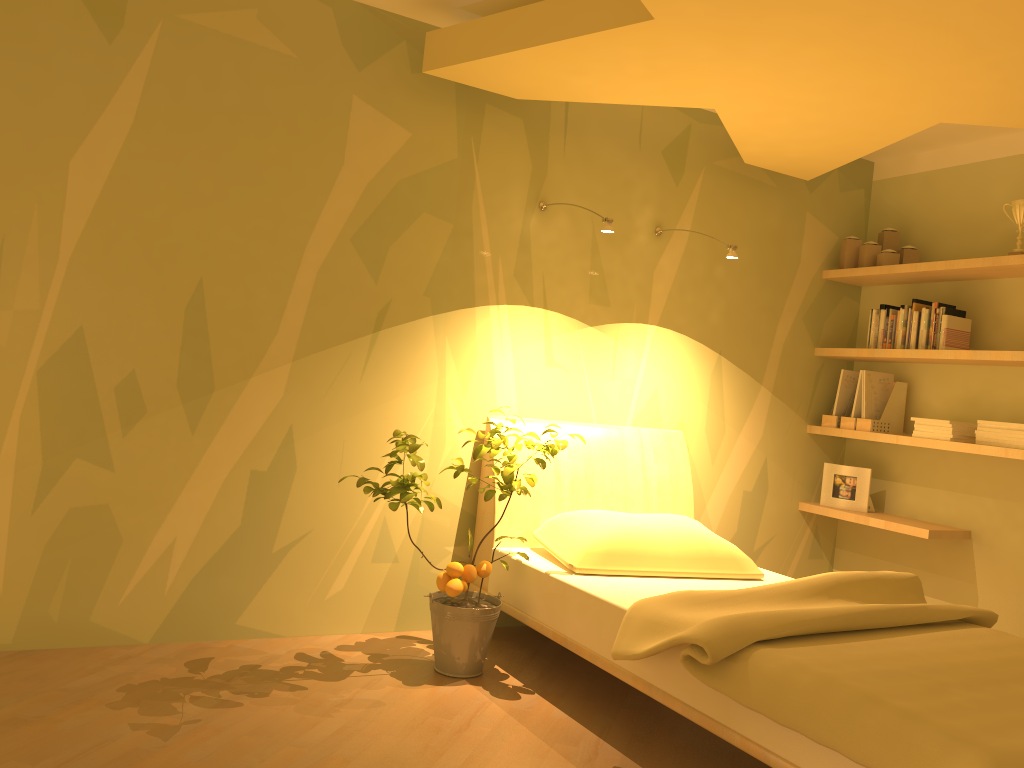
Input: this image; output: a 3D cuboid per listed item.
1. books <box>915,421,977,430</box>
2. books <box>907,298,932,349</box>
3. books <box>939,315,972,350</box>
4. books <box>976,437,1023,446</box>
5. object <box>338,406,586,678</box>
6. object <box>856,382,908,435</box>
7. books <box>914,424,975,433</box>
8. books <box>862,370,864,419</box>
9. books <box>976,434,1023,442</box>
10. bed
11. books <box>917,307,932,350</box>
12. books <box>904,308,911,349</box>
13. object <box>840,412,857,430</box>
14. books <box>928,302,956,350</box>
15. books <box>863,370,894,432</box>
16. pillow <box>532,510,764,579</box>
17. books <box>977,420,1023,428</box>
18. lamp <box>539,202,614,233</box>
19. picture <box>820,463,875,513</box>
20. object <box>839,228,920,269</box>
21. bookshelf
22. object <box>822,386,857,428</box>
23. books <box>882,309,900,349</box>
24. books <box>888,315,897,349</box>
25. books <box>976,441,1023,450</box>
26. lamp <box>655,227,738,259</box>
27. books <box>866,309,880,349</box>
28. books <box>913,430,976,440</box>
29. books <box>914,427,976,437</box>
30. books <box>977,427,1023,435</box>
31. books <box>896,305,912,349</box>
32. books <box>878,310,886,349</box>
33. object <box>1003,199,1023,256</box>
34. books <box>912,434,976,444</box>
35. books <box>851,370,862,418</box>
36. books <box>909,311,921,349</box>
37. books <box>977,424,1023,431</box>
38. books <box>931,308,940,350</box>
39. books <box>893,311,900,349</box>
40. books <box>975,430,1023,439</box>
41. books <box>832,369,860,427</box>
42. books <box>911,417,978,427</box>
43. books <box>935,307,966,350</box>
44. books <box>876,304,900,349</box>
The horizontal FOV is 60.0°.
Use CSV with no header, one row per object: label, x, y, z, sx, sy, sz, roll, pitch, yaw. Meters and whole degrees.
books,2.004,0.192,4.033,0.270,0.015,0.190,6,0,-27
books,1.943,-0.273,4.208,0.157,0.247,0.021,6,0,-29
books,2.017,-0.223,4.042,0.178,0.163,0.032,6,0,-29
books,2.145,0.251,3.750,0.190,0.015,0.270,6,0,-21
object,-0.199,0.539,3.086,0.828,0.944,0.372,6,0,-36
object,1.818,0.111,4.359,0.236,0.259,0.087,6,0,-29
books,1.997,0.206,4.028,0.270,0.015,0.190,6,0,-29
books,1.803,0.090,4.382,0.210,0.296,0.036,6,0,-29
books,2.139,0.236,3.745,0.190,0.015,0.270,6,0,-17
bed,0.846,0.672,2.838,1.286,0.894,2.378,6,0,-29
books,1.970,-0.247,4.153,0.157,0.203,0.040,6,0,-29
books,1.932,-0.251,4.225,0.155,0.203,0.017,6,0,-29
object,1.772,0.106,4.443,0.236,0.259,0.087,6,0,-29
books,1.997,-0.258,4.126,0.138,0.229,0.032,6,0,-29
books,1.811,0.090,4.377,0.210,0.296,0.043,6,0,-29
pillow,0.522,0.624,3.453,0.801,0.213,0.482,6,0,-19
books,2.152,0.177,3.750,0.190,0.015,0.270,6,0,-23
lamp,0.251,-0.669,3.526,0.050,0.178,0.533,6,0,-29
picture,1.698,0.521,4.480,0.247,0.219,0.131,6,0,39
object,1.843,-0.676,4.450,0.234,0.229,0.349,6,0,-28
bookshelf,2.296,0.108,3.505,0.300,1.240,2.605,6,0,-29
object,1.711,0.100,4.554,0.236,0.259,0.087,6,0,-34
books,1.876,-0.257,4.326,0.157,0.203,0.032,6,0,-29
books,1.887,-0.240,4.303,0.157,0.172,0.021,6,0,-29
books,2.143,0.266,3.750,0.190,0.015,0.270,6,0,-18
lamp,0.790,-0.614,3.823,0.050,0.178,0.533,6,0,-29
books,1.833,-0.261,4.405,0.157,0.203,0.040,6,0,-29
books,1.992,0.236,4.036,0.270,0.015,0.190,6,0,-32
books,2.001,0.222,4.030,0.270,0.015,0.190,6,0,-28
books,2.145,0.206,3.744,0.190,0.015,0.270,6,0,-16
books,1.915,-0.260,4.247,0.166,0.217,0.038,6,0,-29
books,1.863,-0.256,4.350,0.157,0.198,0.022,6,0,-29
object,2.204,-0.659,3.842,0.160,0.268,0.095,6,0,32
books,1.991,0.251,4.036,0.270,0.015,0.190,6,0,-29
books,1.784,0.087,4.422,0.214,0.297,0.048,6,0,-29
books,1.945,-0.240,4.181,0.173,0.184,0.032,6,0,-29
books,2.158,0.192,3.762,0.190,0.015,0.270,6,0,-18
books,2.000,-0.242,4.098,0.157,0.198,0.022,6,0,-29
books,1.906,-0.249,4.282,0.146,0.193,0.032,6,0,-29
books,2.140,0.221,3.751,0.190,0.015,0.270,6,0,-18
books,1.724,0.081,4.533,0.214,0.297,0.048,6,0,-34
books,1.985,0.175,4.041,0.270,0.015,0.190,6,0,-31
books,2.013,-0.243,4.075,0.157,0.203,0.032,6,0,-29
books,1.859,-0.271,4.378,0.138,0.229,0.032,6,0,-29
